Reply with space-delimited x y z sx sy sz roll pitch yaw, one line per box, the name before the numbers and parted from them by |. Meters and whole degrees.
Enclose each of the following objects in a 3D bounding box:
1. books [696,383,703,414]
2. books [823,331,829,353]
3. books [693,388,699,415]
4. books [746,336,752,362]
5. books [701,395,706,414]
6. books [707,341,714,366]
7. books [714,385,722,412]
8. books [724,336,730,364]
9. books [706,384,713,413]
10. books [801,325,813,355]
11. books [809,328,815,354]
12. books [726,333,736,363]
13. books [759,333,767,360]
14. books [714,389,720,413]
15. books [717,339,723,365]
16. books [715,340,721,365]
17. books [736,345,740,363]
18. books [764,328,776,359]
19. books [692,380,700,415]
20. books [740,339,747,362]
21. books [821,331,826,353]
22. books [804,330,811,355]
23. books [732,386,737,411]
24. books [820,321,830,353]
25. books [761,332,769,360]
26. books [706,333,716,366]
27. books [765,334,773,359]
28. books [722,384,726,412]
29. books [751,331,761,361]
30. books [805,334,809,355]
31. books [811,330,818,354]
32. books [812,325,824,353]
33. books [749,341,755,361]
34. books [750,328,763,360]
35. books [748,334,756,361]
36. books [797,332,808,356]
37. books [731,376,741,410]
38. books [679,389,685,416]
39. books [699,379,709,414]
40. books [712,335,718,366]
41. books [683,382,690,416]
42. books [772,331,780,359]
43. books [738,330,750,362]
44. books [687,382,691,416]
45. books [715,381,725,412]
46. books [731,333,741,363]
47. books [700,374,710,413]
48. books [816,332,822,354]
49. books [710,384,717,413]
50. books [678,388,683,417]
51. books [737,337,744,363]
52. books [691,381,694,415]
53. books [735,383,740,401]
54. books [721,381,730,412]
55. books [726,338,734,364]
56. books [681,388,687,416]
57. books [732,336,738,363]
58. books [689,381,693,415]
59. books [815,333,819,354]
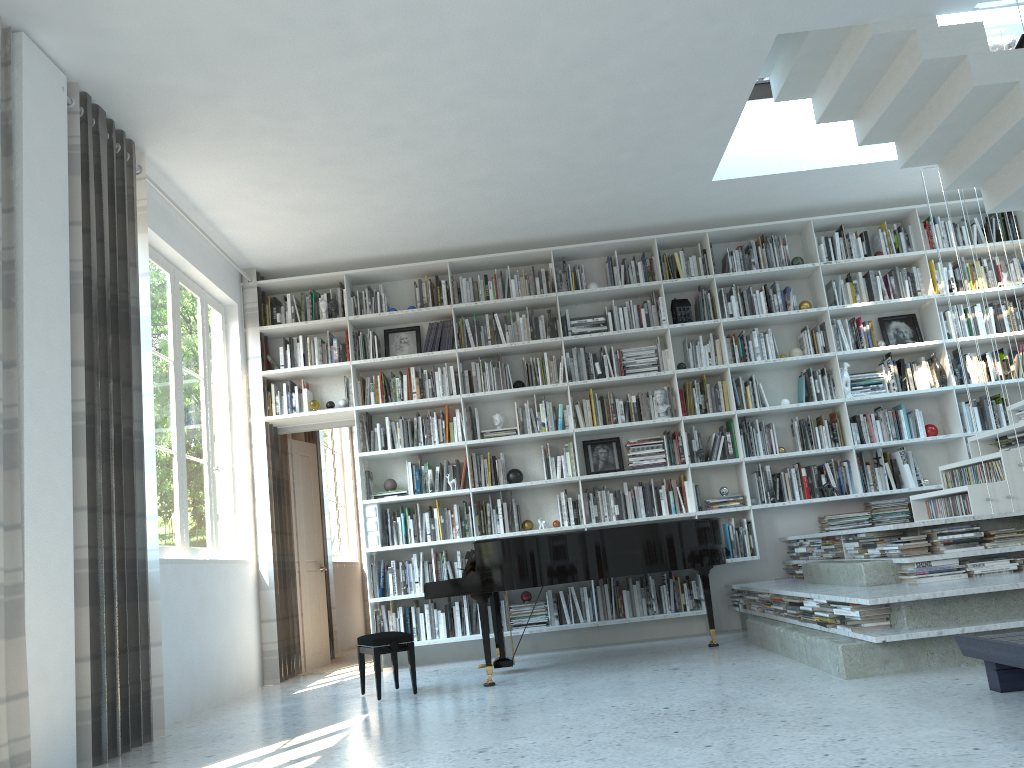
books | 1.484 0.141 7.077 0.035 0.277 0.139 -6 -11 1
books | 2.494 -0.306 7.107 0.012 0.205 0.169 -6 -11 1
books | 1.449 0.163 7.054 0.015 0.231 0.180 -6 -11 1
books | 1.881 -0.253 7.114 0.022 0.237 0.164 -6 -11 1
books | 1.514 0.186 7.070 0.030 0.180 0.132 -6 -11 1
books | 1.588 -0.215 7.124 0.024 0.233 0.150 -6 -11 1
books | 1.634 0.141 7.061 0.028 0.239 0.145 -6 -11 1
books | 1.698 -0.239 7.117 0.028 0.251 0.190 -6 -11 1
books | 1.560 0.142 7.060 0.033 0.252 0.175 -6 -11 1
books | 2.369 -0.322 7.115 0.015 0.267 0.164 -6 -11 1
books | 2.386 -0.310 7.123 0.016 0.243 0.152 -6 -11 1
books | 1.761 -0.255 7.138 0.014 0.278 0.154 -6 -11 1
books | 1.997 -0.269 7.115 0.025 0.244 0.183 -6 -11 1
books | 1.610 0.157 7.038 0.034 0.204 0.181 -6 -11 1
books | 1.656 -0.225 7.123 0.026 0.237 0.173 -6 -11 1
books | 1.637 -0.222 7.107 0.028 0.229 0.177 -6 -11 1
books | 1.797 -0.211 7.124 0.021 0.178 0.137 -6 -11 1
books | 2.065 -0.292 7.111 0.024 0.271 0.170 -6 -11 1
books | 1.463 0.131 7.057 0.019 0.293 0.164 -6 -11 1
books | 1.845 -0.235 7.125 0.026 0.215 0.161 -6 -11 1
books | 2.470 -0.304 7.103 0.013 0.204 0.174 -6 -11 1
books | 2.358 -0.301 7.124 0.012 0.231 0.154 -6 -11 1
books | 1.750 0.136 7.055 0.015 0.219 0.155 -6 -11 1
books | 2.499 -0.344 7.107 0.005 0.277 0.183 -6 -11 1
books | 2.021 -0.276 7.136 0.024 0.261 0.134 -6 -11 1
books | 1.602 -0.246 7.132 0.028 0.293 0.154 -6 -11 1
books | 2.045 -0.267 7.119 0.021 0.232 0.183 -6 -11 1
books | 1.676 0.134 7.070 0.019 0.247 0.149 -6 -11 1
books | 1.942 -0.274 7.106 0.030 0.262 0.182 -6 -11 1
books | 2.351 -0.287 7.123 0.005 0.205 0.154 -6 -11 1
books | 2.414 -0.305 7.123 0.016 0.227 0.160 -6 -11 1
books | 2.453 -0.327 7.109 0.016 0.256 0.176 -6 -11 1
books | 1.907 -0.233 7.118 0.025 0.193 0.171 -6 -11 1
books | 1.969 -0.288 7.134 0.027 0.294 0.160 -6 -11 1
books | 1.922 -0.264 7.130 0.011 0.256 0.131 -6 -11 1
books | 2.340 -0.292 7.128 0.015 0.220 0.140 -6 -11 1
books | 1.767 0.099 7.051 0.035 0.287 0.192 -6 -11 1
books | 1.347 0.172 7.069 0.014 0.243 0.145 -6 -11 1
books | 1.527 0.121 7.042 0.019 0.292 0.182 -6 -11 1
books | 1.618 -0.240 7.128 0.025 0.276 0.173 -6 -11 1
books | 1.388 0.140 7.059 0.035 0.292 0.145 -6 -11 1
books | 2.105 -0.282 7.132 0.034 0.253 0.161 -6 -11 1
books | 1.861 -0.273 7.112 0.014 0.280 0.178 -6 -11 1
books | 1.401 0.141 7.069 0.035 0.292 0.145 -6 -11 1
books | 1.656 0.124 7.058 0.032 0.266 0.143 -6 -11 1
books | 1.810 -0.261 7.150 0.014 0.283 0.135 -6 -11 1
books | 1.537 0.102 7.065 0.021 0.337 0.169 -6 -11 1
books | 2.442 -0.297 7.114 0.013 0.201 0.174 -6 -11 1
books | 1.583 0.139 7.034 0.027 0.241 0.189 -6 -11 1
books | 1.329 0.168 7.072 0.015 0.254 0.151 -6 -11 1
books | 1.825 -0.243 7.126 0.013 0.236 0.158 -6 -11 1
books | 1.427 0.138 7.069 0.035 0.292 0.145 -6 -11 1
books | 1.791 0.121 7.066 0.007 0.243 0.146 -6 -11 1
books | 1.694 0.121 7.070 0.033 0.268 0.142 -6 -11 1
books | 1.741 -0.234 7.139 0.030 0.241 0.138 -6 -11 1
books | 1.362 0.171 7.081 0.013 0.246 0.177 -6 -11 1
books | 1.776 -0.245 7.119 0.014 0.247 0.177 -6 -11 1
books | 1.414 0.136 7.054 0.035 0.292 0.145 -6 -11 1
books | 2.430 -0.295 7.126 0.012 0.206 0.138 -6 -11 1
